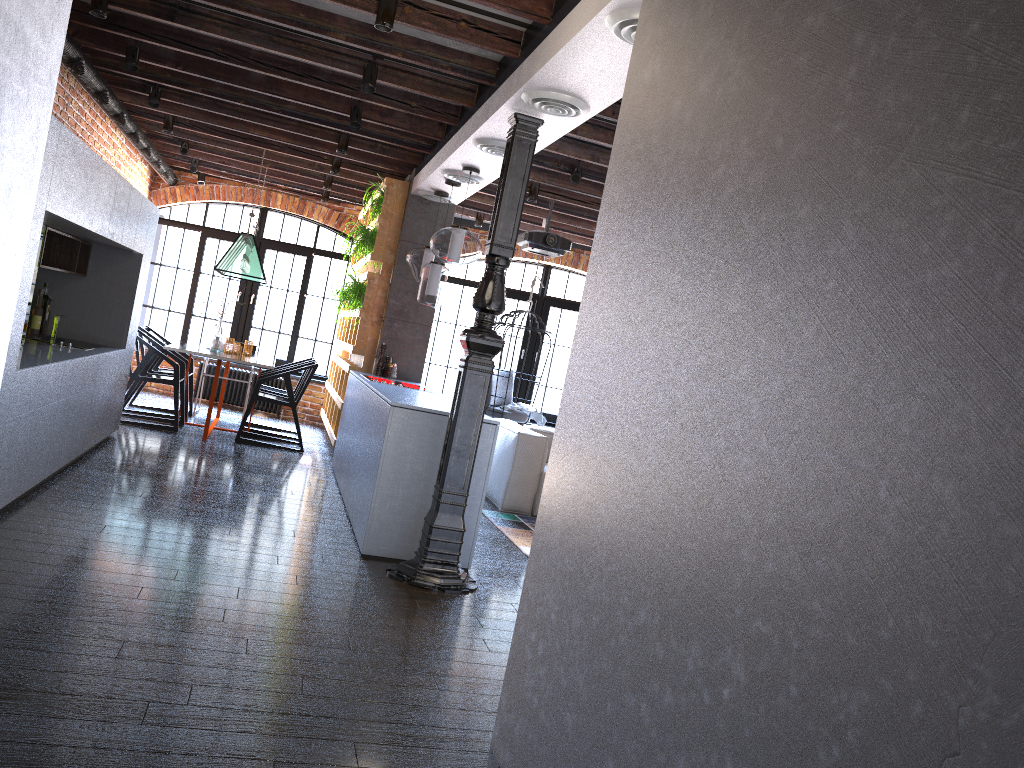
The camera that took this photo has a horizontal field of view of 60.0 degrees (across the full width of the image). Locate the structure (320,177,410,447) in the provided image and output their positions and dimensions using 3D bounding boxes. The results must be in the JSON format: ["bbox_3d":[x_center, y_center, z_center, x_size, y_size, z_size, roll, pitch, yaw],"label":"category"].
[{"bbox_3d":[-1.574,-0.701,9.061,0.206,2.382,2.828,11,1,-15],"label":"structure"}]

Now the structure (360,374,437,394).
[{"bbox_3d":[-0.878,0.008,6.776,0.504,0.057,0.763,11,1,-15],"label":"structure"}]

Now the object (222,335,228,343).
[{"bbox_3d":[-2.803,-0.439,8.627,0.060,0.073,0.060,10,2,-38],"label":"object"}]

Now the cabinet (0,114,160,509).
[{"bbox_3d":[-2.764,-0.403,4.904,0.713,1.808,4.172,11,1,-15],"label":"cabinet"}]

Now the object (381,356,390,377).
[{"bbox_3d":[-1.076,-0.150,7.560,0.048,0.180,0.048,10,2,-32],"label":"object"}]

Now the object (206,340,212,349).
[{"bbox_3d":[-2.873,-0.373,8.424,0.060,0.073,0.060,12,2,16],"label":"object"}]

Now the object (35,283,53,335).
[{"bbox_3d":[-3.342,-0.536,6.334,0.095,0.369,0.109,11,2,-15],"label":"object"}]

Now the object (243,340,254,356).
[{"bbox_3d":[-2.567,-0.350,8.630,0.086,0.140,0.086,11,2,-25],"label":"object"}]

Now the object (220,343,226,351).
[{"bbox_3d":[-2.752,-0.350,8.445,0.060,0.073,0.060,12,2,16],"label":"object"}]

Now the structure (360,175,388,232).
[{"bbox_3d":[-1.069,-1.526,7.871,0.571,0.620,0.422,11,2,-26],"label":"structure"}]

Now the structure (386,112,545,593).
[{"bbox_3d":[3.092,0.438,6.797,8.518,2.394,0.481,11,2,-34],"label":"structure"}]

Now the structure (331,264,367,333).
[{"bbox_3d":[-1.361,-0.723,7.880,0.422,0.620,0.570,12,1,4],"label":"structure"}]

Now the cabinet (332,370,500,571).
[{"bbox_3d":[-0.803,0.457,6.210,0.607,0.844,2.959,11,1,-15],"label":"cabinet"}]

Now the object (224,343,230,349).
[{"bbox_3d":[-2.746,-0.350,8.509,0.060,0.073,0.060,12,2,16],"label":"object"}]

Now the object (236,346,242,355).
[{"bbox_3d":[-2.585,-0.318,8.401,0.049,0.080,0.049,11,2,-31],"label":"object"}]

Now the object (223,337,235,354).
[{"bbox_3d":[-2.663,-0.363,8.343,0.086,0.140,0.086,10,2,-42],"label":"object"}]

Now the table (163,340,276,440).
[{"bbox_3d":[-2.772,0.061,8.403,0.905,0.737,1.887,11,1,-15],"label":"table"}]

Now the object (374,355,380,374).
[{"bbox_3d":[-1.131,-0.161,7.530,0.048,0.180,0.048,13,2,35],"label":"object"}]

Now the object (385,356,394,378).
[{"bbox_3d":[-1.025,-0.145,7.494,0.058,0.192,0.081,12,2,26],"label":"object"}]

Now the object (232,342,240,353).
[{"bbox_3d":[-2.669,-0.349,8.579,0.061,0.099,0.061,11,2,-8],"label":"object"}]

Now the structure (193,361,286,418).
[{"bbox_3d":[-3.207,0.064,10.456,1.115,0.476,0.106,11,2,2],"label":"structure"}]

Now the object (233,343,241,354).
[{"bbox_3d":[-2.640,-0.341,8.501,0.061,0.099,0.061,12,2,23],"label":"object"}]

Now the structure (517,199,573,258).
[{"bbox_3d":[0.341,-1.543,7.761,0.409,0.816,0.463,11,2,-15],"label":"structure"}]

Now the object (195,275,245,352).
[{"bbox_3d":[-2.652,-0.648,8.152,0.443,0.709,0.194,11,2,0],"label":"object"}]

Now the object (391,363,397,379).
[{"bbox_3d":[-1.007,-0.114,7.551,0.069,0.135,0.069,10,2,-35],"label":"object"}]

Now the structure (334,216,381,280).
[{"bbox_3d":[-1.297,-1.198,7.822,0.422,0.620,0.571,13,2,44],"label":"structure"}]

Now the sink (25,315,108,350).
[{"bbox_3d":[-3.028,-0.324,6.045,0.382,0.287,0.827,11,1,-15],"label":"sink"}]

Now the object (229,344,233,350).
[{"bbox_3d":[-2.757,-0.356,8.672,0.060,0.073,0.060,13,2,37],"label":"object"}]

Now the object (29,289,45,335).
[{"bbox_3d":[-3.320,-0.505,6.208,0.063,0.323,0.063,12,2,33],"label":"object"}]

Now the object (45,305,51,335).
[{"bbox_3d":[-3.372,-0.476,6.416,0.047,0.235,0.047,11,2,-28],"label":"object"}]

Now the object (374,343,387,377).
[{"bbox_3d":[-1.103,-0.206,7.458,0.061,0.283,0.061,11,2,-1],"label":"object"}]
